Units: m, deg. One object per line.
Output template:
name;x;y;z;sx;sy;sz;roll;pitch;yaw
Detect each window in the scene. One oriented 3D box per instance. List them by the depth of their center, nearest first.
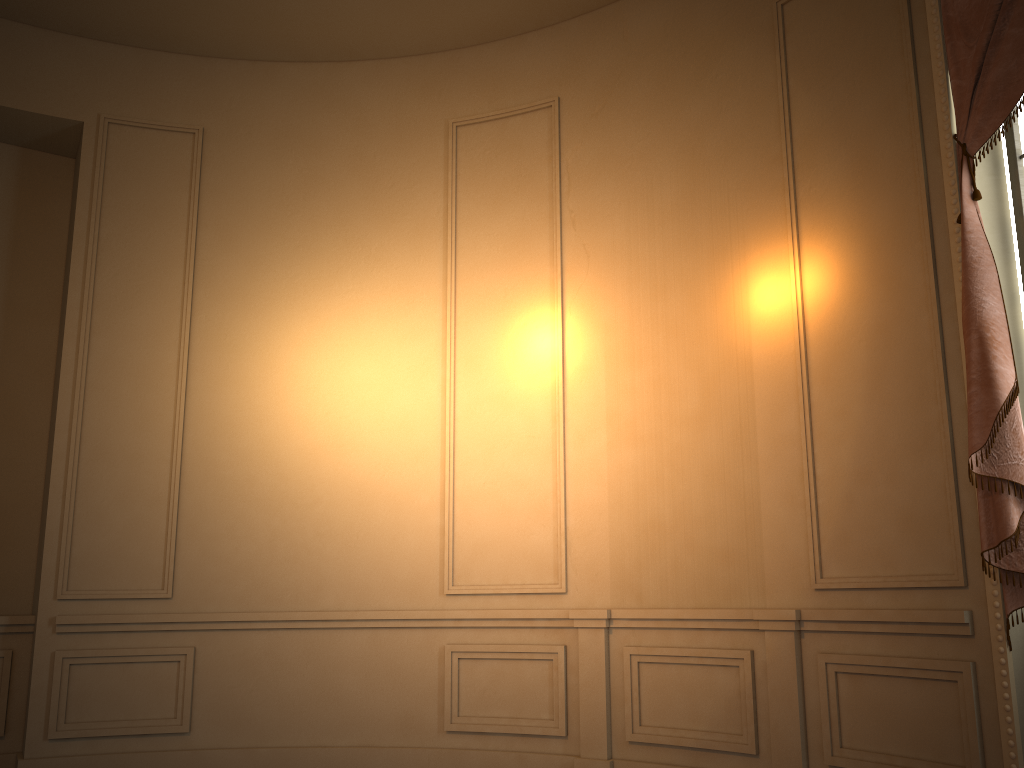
window;2.056;-0.728;2.803;0.154;2.815;1.306;2;-12;-12

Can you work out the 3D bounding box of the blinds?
blinds;1.835;-0.676;2.723;0.289;2.954;1.329;2;-12;-13
